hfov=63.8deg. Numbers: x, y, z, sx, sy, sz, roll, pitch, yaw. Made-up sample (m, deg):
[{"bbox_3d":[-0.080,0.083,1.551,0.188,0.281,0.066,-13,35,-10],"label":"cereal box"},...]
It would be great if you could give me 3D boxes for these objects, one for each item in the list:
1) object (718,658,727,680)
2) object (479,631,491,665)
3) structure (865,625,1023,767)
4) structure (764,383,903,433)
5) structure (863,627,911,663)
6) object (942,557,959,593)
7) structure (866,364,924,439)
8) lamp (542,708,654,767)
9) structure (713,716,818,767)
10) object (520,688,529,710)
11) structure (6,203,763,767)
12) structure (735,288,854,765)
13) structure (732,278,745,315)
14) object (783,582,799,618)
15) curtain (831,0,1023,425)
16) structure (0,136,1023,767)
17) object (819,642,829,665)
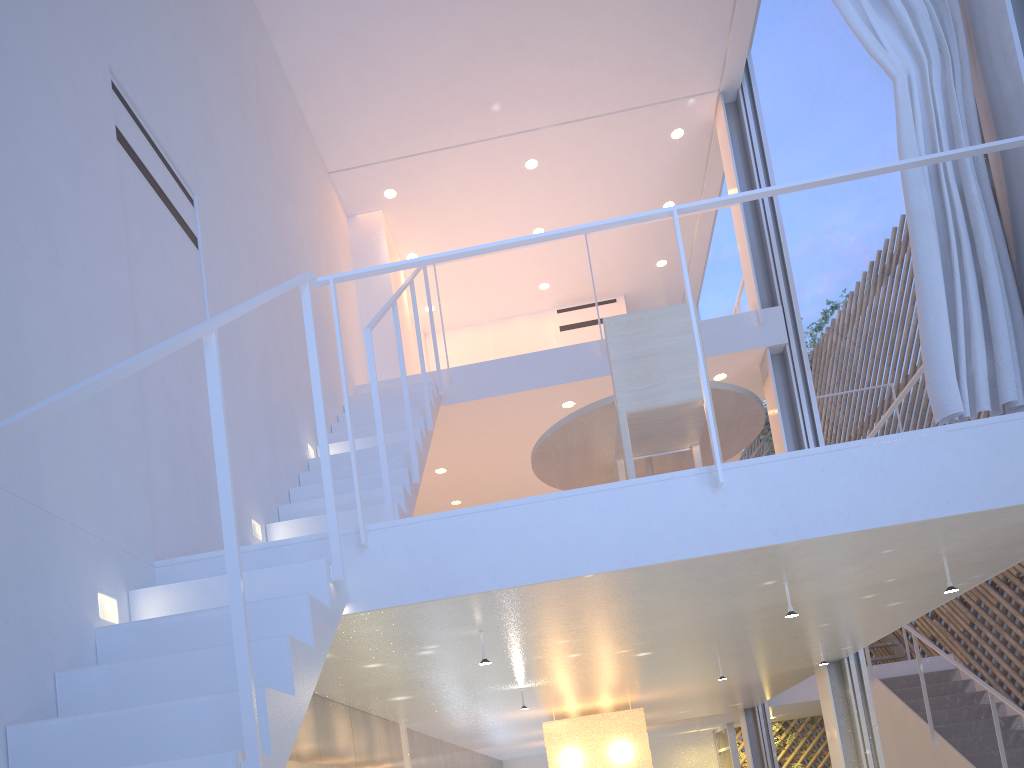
[{"bbox_3d":[0.705,0.961,2.779,0.030,0.072,0.030,-11,-10,14],"label":"object"},{"bbox_3d":[-0.065,0.592,1.851,0.030,0.072,0.030,-11,-10,14],"label":"object"},{"bbox_3d":[2.240,1.772,4.266,1.183,1.762,2.180,-7,-19,-4],"label":"structure"},{"bbox_3d":[1.948,0.360,5.369,1.147,0.520,0.029,-10,-7,5],"label":"structure"},{"bbox_3d":[2.369,1.461,6.377,0.536,1.705,1.385,-8,-15,-3],"label":"structure"},{"bbox_3d":[0.229,1.340,2.665,1.677,0.734,2.056,-8,-24,1],"label":"object"},{"bbox_3d":[1.197,0.302,2.451,0.028,0.492,1.894,-8,-26,2],"label":"structure"},{"bbox_3d":[0.491,2.176,4.631,0.450,0.377,2.570,-9,-26,2],"label":"lamp"},{"bbox_3d":[2.243,3.176,7.045,1.151,1.821,0.310,-9,-7,5],"label":"structure"},{"bbox_3d":[0.037,1.085,2.839,0.030,0.072,0.030,-11,-10,14],"label":"object"},{"bbox_3d":[0.138,-0.003,1.555,1.739,2.971,4.050,-9,-20,2],"label":"structure"},{"bbox_3d":[2.632,1.990,8.021,1.120,4.086,3.635,-8,-16,0],"label":"structure"},{"bbox_3d":[1.207,-0.021,4.430,0.028,0.492,1.896,-8,-26,2],"label":"structure"},{"bbox_3d":[0.602,0.469,1.791,0.030,0.072,0.030,-11,-10,14],"label":"object"},{"bbox_3d":[0.617,-0.999,1.718,0.517,2.205,0.103,-9,-7,2],"label":"curtain"},{"bbox_3d":[0.320,0.137,0.743,1.373,1.616,1.586,-9,-17,3],"label":"structure"},{"bbox_3d":[1.036,0.900,2.749,0.030,0.072,0.030,-11,-10,14],"label":"object"}]
